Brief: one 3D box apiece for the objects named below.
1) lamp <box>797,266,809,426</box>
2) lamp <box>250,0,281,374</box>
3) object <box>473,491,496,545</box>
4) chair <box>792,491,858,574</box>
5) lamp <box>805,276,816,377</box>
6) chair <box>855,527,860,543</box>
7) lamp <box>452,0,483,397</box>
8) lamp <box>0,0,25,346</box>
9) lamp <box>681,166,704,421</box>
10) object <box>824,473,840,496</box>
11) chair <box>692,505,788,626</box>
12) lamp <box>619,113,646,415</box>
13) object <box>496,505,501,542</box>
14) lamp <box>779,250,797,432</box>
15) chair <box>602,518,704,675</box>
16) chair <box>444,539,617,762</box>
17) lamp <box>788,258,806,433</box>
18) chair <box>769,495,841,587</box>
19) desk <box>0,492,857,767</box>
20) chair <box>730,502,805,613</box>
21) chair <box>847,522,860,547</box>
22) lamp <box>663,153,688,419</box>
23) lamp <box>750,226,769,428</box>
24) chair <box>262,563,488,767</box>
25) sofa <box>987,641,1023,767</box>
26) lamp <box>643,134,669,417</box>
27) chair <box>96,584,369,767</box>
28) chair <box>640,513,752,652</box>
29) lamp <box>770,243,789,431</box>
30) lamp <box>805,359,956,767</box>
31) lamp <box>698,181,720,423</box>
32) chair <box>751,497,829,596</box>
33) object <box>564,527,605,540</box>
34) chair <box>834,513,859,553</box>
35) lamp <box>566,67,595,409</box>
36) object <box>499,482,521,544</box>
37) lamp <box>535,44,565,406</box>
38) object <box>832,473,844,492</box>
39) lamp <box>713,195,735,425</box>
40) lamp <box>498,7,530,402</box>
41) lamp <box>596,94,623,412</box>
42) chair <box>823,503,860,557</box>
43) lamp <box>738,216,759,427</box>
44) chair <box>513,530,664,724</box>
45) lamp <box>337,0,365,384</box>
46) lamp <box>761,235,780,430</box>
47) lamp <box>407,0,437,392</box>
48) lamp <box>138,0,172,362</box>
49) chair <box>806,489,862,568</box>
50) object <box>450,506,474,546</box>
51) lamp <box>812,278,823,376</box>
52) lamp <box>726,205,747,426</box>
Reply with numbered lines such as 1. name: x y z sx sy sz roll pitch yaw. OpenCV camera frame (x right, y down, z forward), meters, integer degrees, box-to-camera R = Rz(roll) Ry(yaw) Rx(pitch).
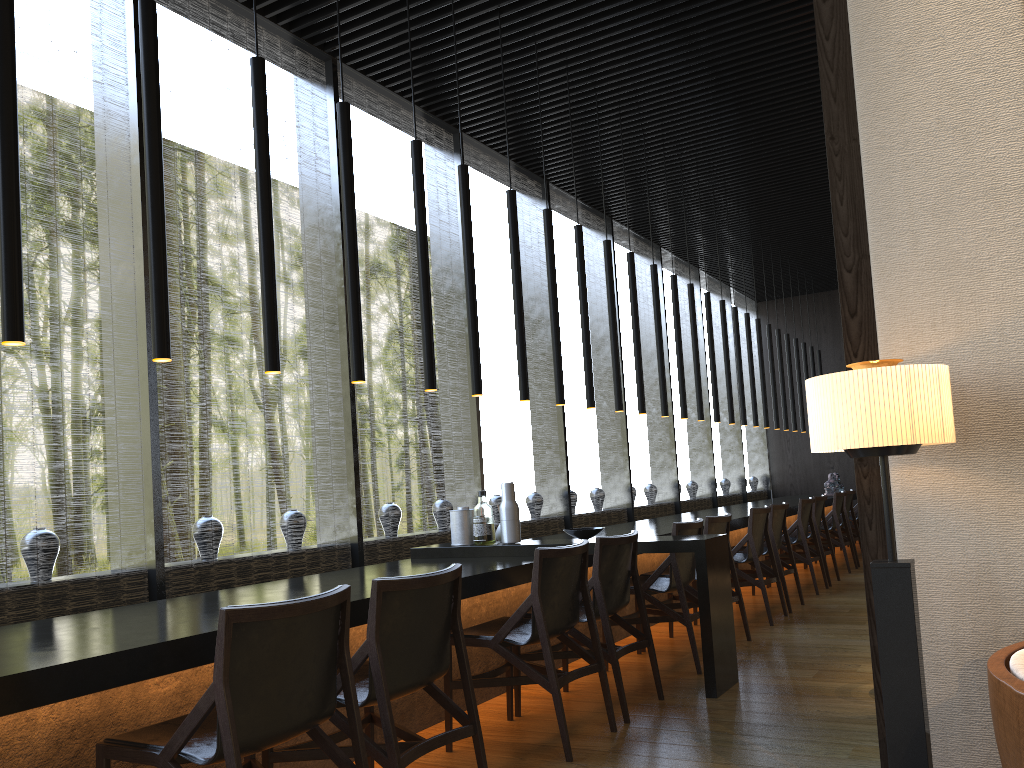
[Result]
1. lamp: 4.061 -0.521 12.313 0.060 2.411 0.060 -5 -4 25
2. lamp: -1.014 -1.243 3.538 0.060 2.411 0.060 -5 -4 25
3. object: -0.164 0.765 5.069 0.129 0.304 0.129 -5 -4 16
4. chair: 3.265 1.554 9.292 0.564 0.824 0.526 -6 -5 30
5. lamp: 4.316 -0.485 12.753 0.060 2.411 0.060 -5 -4 25
6. chair: 5.169 1.824 12.584 0.564 0.824 0.526 -6 -5 30
7. lamp: -0.264 -1.136 4.834 0.060 2.411 0.060 -5 -4 25
8. lamp: -1.528 -1.316 2.649 0.060 2.411 0.060 -5 -4 25
9. lamp: 1.642 -0.865 8.131 0.060 2.411 0.060 -6 -4 35
10. object: 4.348 1.367 12.042 0.207 0.309 0.162 -5 -4 10
11. chair: 1.662 1.325 6.520 0.564 0.824 0.526 -6 -5 30
12. lamp: 0.925 -0.967 6.890 0.060 2.411 0.060 -5 -4 25
13. object: -0.035 0.814 5.187 0.136 0.217 0.136 -5 -5 17
14. lamp: 3.557 -0.593 11.441 0.060 2.411 0.060 -5 -4 25
15. chair: 0.867 1.212 5.145 0.564 0.824 0.526 -6 -5 30
16. chair: 0.072 1.099 3.771 0.564 0.824 0.526 -6 -5 30
17. lamp: 3.811 -0.557 11.881 0.060 2.411 0.060 -5 -4 25
18. chair: 2.745 1.480 8.392 0.564 0.824 0.526 -6 -5 30
19. desk: -2.174 0.899 0.623 1.785 0.756 28.786 -7 -8 29
20. chair: 1.950 1.366 7.018 0.564 0.824 0.526 -6 -5 30
21. chair: 4.881 1.783 12.086 0.564 0.824 0.526 -6 -5 30
22. lamp: 1.415 -0.898 7.738 0.060 2.411 0.060 -5 -4 25
23. lamp: 2.833 -0.696 10.189 0.060 2.411 0.060 -5 -4 25
24. chair: -0.435 1.027 2.894 0.564 0.824 0.526 -6 -5 30
25. sofa: 1.841 0.821 1.867 1.453 0.691 0.604 -7 -6 30
26. lamp: 1.176 -0.932 7.324 0.060 2.411 0.060 -6 -4 35
27. chair: -0.723 0.986 2.396 0.564 0.824 0.526 -6 -5 30
28. chair: 1.155 1.253 5.643 0.564 0.824 0.526 -6 -5 30
29. lamp: 3.317 -0.627 11.026 0.060 2.411 0.060 -5 -4 25
30. lamp: 1.063 0.612 2.451 0.375 1.346 0.375 -5 -4 20
31. lamp: 1.890 -0.830 8.559 0.060 2.411 0.060 -5 -4 25
32. chair: 2.457 1.439 7.895 0.564 0.824 0.526 -6 -5 30
33. object: 0.395 0.821 4.815 0.228 0.067 0.228 -8 -8 32
34. chair: 4.361 1.709 11.187 0.564 0.824 0.526 -6 -5 30
35. lamp: 0.459 -1.034 6.084 0.060 2.411 0.060 -5 -4 25
36. object: -0.015 0.731 5.034 0.113 0.343 0.113 -6 -4 25
37. lamp: 0.230 -1.066 5.689 0.060 2.411 0.060 -5 -4 25
38. object: 4.477 1.383 12.256 0.163 0.312 0.210 -1 -5 -35
39. lamp: 2.137 -0.795 8.986 0.060 2.411 0.060 -6 -4 35
40. lamp: -0.003 -1.099 5.287 0.060 2.411 0.060 -5 -4 25
41. lamp: 0.702 -0.999 6.504 0.060 2.411 0.060 -5 -4 25
42. chair: 4.073 1.668 10.689 0.564 0.824 0.526 -6 -5 30
43. lamp: 2.601 -0.729 9.788 0.060 2.411 0.060 -5 -4 25
44. chair: 0.360 1.140 4.269 0.564 0.824 0.526 -6 -5 30
45. lamp: -0.756 -1.206 3.984 0.060 2.411 0.060 -5 -4 25
46. lamp: 3.082 -0.660 10.620 0.060 2.411 0.060 -5 -4 25
47. lamp: -0.480 -1.167 4.461 0.060 2.411 0.060 -5 -4 25
48. lamp: -1.272 -1.280 3.093 0.060 2.411 0.060 -5 -4 25
49. chair: 3.553 1.594 9.789 0.564 0.824 0.526 -6 -5 30
50. object: -0.279 0.830 5.194 0.169 0.218 0.169 -6 -5 25
51. lamp: 4.574 -0.448 13.200 0.060 2.411 0.060 -5 -4 25
52. lamp: 2.364 -0.763 9.379 0.060 2.411 0.060 -5 -4 25
